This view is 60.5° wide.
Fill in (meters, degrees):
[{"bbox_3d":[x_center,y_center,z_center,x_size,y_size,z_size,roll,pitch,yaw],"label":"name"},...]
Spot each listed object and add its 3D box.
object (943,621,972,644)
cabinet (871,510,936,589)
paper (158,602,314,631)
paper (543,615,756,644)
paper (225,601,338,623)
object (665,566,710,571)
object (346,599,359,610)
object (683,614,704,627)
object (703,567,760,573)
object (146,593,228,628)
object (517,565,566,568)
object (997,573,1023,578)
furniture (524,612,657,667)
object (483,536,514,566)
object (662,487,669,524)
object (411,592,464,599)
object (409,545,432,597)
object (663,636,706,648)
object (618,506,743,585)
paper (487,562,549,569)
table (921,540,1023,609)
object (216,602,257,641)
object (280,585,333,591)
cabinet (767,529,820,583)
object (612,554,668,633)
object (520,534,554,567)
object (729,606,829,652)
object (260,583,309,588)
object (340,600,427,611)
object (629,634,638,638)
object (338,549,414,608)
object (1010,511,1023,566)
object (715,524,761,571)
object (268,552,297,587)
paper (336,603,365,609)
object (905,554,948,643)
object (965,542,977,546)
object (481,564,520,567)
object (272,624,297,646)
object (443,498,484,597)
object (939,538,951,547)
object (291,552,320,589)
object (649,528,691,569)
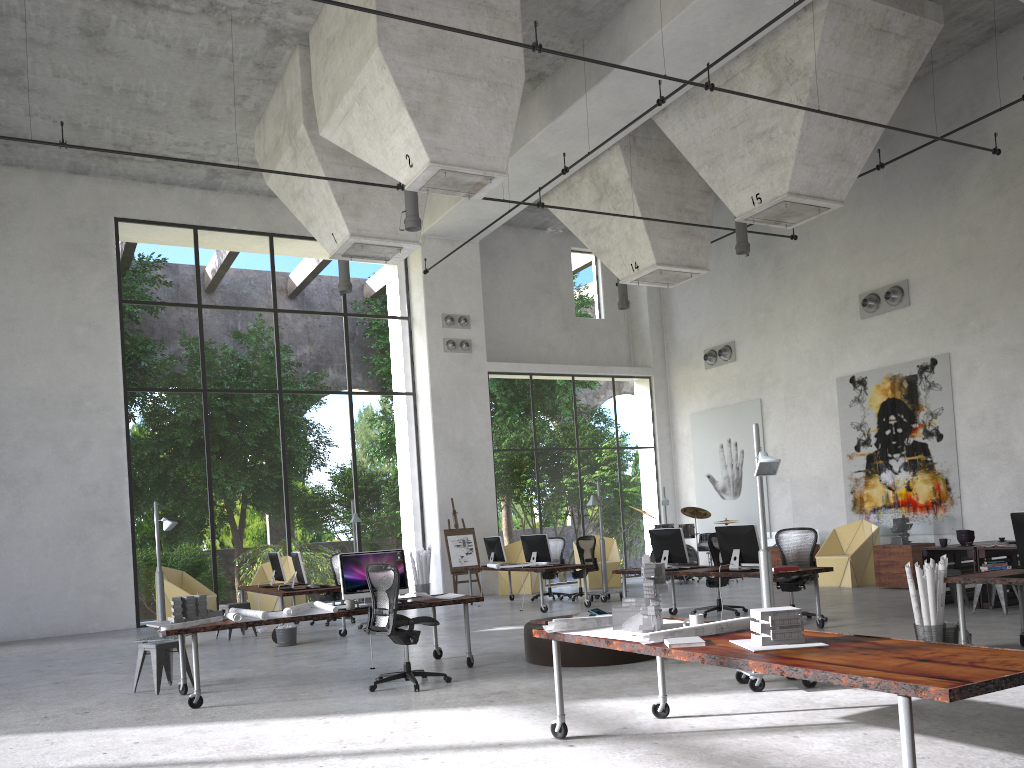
[{"bbox_3d":[4.059,2.347,8.171,0.398,0.297,0.297,-5,-6,15],"label":"object"},{"bbox_3d":[6.475,2.743,14.509,0.593,1.248,0.750,-2,-4,-29],"label":"cabinet"},{"bbox_3d":[-2.502,2.236,8.556,0.893,0.102,1.950,-5,-9,10],"label":"paper"},{"bbox_3d":[0.878,1.524,5.572,0.975,0.104,1.089,2,-11,-33],"label":"paper"},{"bbox_3d":[-2.280,2.231,8.642,1.074,0.104,0.989,1,-10,-28],"label":"paper"},{"bbox_3d":[2.222,2.524,11.987,0.686,0.008,0.860,1,-10,-27],"label":"object"},{"bbox_3d":[-1.592,2.193,8.744,0.122,0.099,0.088,-4,-5,0],"label":"object"},{"bbox_3d":[1.119,1.468,5.398,0.122,0.099,0.088,-4,-5,0],"label":"object"},{"bbox_3d":[2.870,2.285,10.783,0.686,0.008,0.860,1,-10,-27],"label":"object"},{"bbox_3d":[-3.118,2.167,8.547,0.736,0.303,0.439,3,-9,-38],"label":"object"},{"bbox_3d":[0.504,3.158,15.180,0.687,0.008,0.859,3,-12,-37],"label":"object"},{"bbox_3d":[4.680,1.617,7.421,0.686,0.008,0.860,1,-10,-27],"label":"object"},{"bbox_3d":[0.884,2.723,9.419,1.505,0.425,1.528,1,-10,-26],"label":"furniture"},{"bbox_3d":[-0.254,3.147,16.552,0.376,0.549,0.723,-2,-7,-27],"label":"object"},{"bbox_3d":[3.677,3.519,20.861,0.580,2.141,0.598,-4,-2,6],"label":"object"},{"bbox_3d":[-0.791,2.246,9.381,0.469,0.085,0.441,0,-10,-25],"label":"object"},{"bbox_3d":[-1.883,3.981,18.426,0.443,1.203,0.412,-6,-3,39],"label":"object"},{"bbox_3d":[0.956,1.434,4.879,0.200,0.023,0.238,-4,-9,2],"label":"object"},{"bbox_3d":[3.769,3.464,19.321,1.881,1.732,3.002,2,-9,-44],"label":"object"},{"bbox_3d":[0.097,3.267,15.969,1.073,0.104,0.989,-1,-10,-18],"label":"paper"},{"bbox_3d":[6.582,2.483,11.530,1.503,0.790,1.622,0,-9,-28],"label":"table"},{"bbox_3d":[-4.285,3.670,13.612,0.475,0.529,0.461,1,-7,-43],"label":"object"},{"bbox_3d":[-3.096,3.068,13.175,0.686,0.008,0.860,0,-10,-22],"label":"object"},{"bbox_3d":[5.373,3.319,16.867,0.742,1.008,0.743,-2,-5,-29],"label":"cabinet"},{"bbox_3d":[0.807,1.347,5.607,0.361,0.518,0.497,-4,-5,7],"label":"object"},{"bbox_3d":[0.482,2.876,15.186,0.376,0.549,0.722,-1,-7,-37],"label":"object"},{"bbox_3d":[1.401,1.287,4.661,0.389,0.181,0.421,-3,-8,-3],"label":"object"},{"bbox_3d":[-3.754,3.311,14.402,0.686,0.008,0.860,1,-10,-27],"label":"object"},{"bbox_3d":[-1.384,2.288,9.081,0.847,0.008,0.697,1,-10,-27],"label":"object"},{"bbox_3d":[0.803,1.512,5.265,0.133,0.008,0.206,-1,-10,-17],"label":"object"},{"bbox_3d":[-1.402,2.007,9.092,0.713,0.550,0.381,-1,-5,-27],"label":"object"},{"bbox_3d":[4.658,1.336,7.427,0.376,0.549,0.723,-2,-7,-27],"label":"object"},{"bbox_3d":[2.848,2.003,10.790,0.376,0.549,0.723,-2,-7,-27],"label":"object"},{"bbox_3d":[-3.776,3.030,14.409,0.376,0.549,0.723,-2,-7,-27],"label":"object"},{"bbox_3d":[-1.628,2.308,9.143,0.484,0.001,0.435,-1,-10,-18],"label":"paper"},{"bbox_3d":[3.818,2.029,8.033,0.319,0.932,0.344,-3,-2,-11],"label":"object"},{"bbox_3d":[5.993,2.091,11.487,0.138,0.056,0.117,4,-11,-43],"label":"object"},{"bbox_3d":[-0.232,3.429,16.545,0.686,0.008,0.860,1,-10,-27],"label":"object"},{"bbox_3d":[-3.153,3.481,12.209,0.294,0.296,0.402,0,-7,-35],"label":"object"},{"bbox_3d":[-1.084,3.428,18.312,0.692,2.133,0.690,-3,-2,-28],"label":"object"},{"bbox_3d":[5.764,2.115,11.704,0.100,0.109,0.131,0,-7,-37],"label":"object"},{"bbox_3d":[-3.118,2.787,13.182,0.376,0.549,0.723,-2,-6,-22],"label":"object"},{"bbox_3d":[2.200,2.242,11.994,0.376,0.549,0.723,-2,-7,-27],"label":"object"}]
